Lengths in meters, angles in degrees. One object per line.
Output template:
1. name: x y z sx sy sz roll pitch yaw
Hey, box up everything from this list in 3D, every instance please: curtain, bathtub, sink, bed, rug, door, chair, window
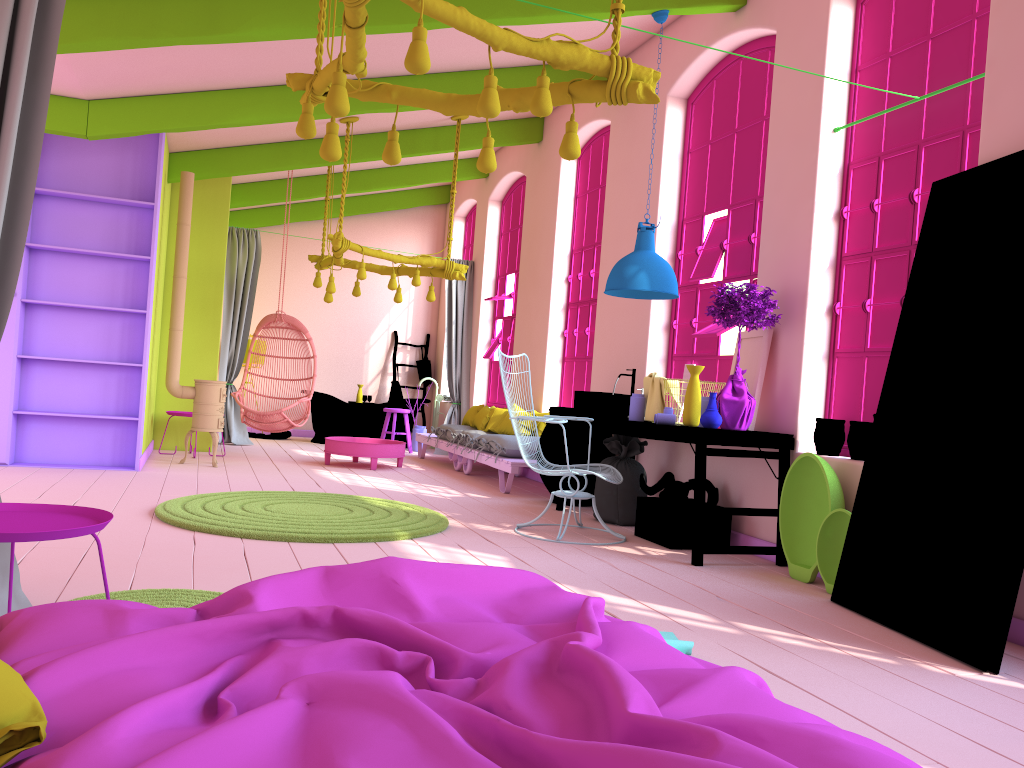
1. curtain: -1.974 -0.567 3.258 0.519 2.785 0.525 4 0 -38
2. bathtub: -2.138 0.518 12.920 1.889 0.740 0.826 4 0 -19
3. sink: 0.722 0.159 6.931 0.340 0.194 0.609 4 0 -19
4. bed: -0.065 0.712 1.607 2.803 0.514 3.575 4 0 -19
5. rug: -1.310 0.869 3.307 0.792 0.021 0.792 4 0 8
6. door: 2.027 0.038 4.008 0.450 2.211 1.153 4 0 -9
7. curtain: -0.745 -0.365 12.263 0.518 2.785 0.525 4 0 0
8. chair: -1.587 0.628 11.944 0.446 0.593 0.473 4 0 40
9. curtain: -3.509 -0.637 11.298 0.519 2.785 0.525 4 0 -38
10. window: -0.613 -1.217 13.241 0.072 3.047 1.274 4 0 -19
11. rug: -1.380 0.873 5.976 1.889 0.050 1.888 5 0 -32
12. window: 0.826 -1.138 9.124 0.072 3.047 1.274 4 0 -19
13. window: 1.641 -1.084 6.804 0.492 3.003 1.497 4 0 -19
14. window: 0.017 -1.173 11.440 0.551 3.009 1.513 4 0 -19
15. chair: 0.366 0.413 6.088 0.924 1.238 1.079 4 0 15
16. chair: -2.540 -1.025 9.759 0.860 3.130 0.806 4 0 0
17. window: 2.270 -1.058 4.991 0.072 3.047 1.274 4 0 -19

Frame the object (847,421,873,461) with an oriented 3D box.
1. object: 2.014 0.326 5.074 0.182 0.222 0.182 4 0 -37

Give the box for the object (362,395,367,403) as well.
1. object: -2.115 0.246 12.713 0.069 0.170 0.069 4 0 0

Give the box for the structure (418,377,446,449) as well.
1. structure: -1.179 0.439 13.232 0.451 1.061 0.254 4 0 24

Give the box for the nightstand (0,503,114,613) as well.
1. nightstand: -1.563 0.627 2.716 0.596 0.458 0.596 4 0 18

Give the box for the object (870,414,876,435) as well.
1. object: 2.088 0.306 4.877 0.223 0.272 0.223 4 0 -32

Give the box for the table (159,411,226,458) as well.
1. table: -3.409 0.536 9.504 0.596 0.458 0.596 4 0 18

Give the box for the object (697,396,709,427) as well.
1. object: 1.257 0.182 5.723 0.109 0.197 0.109 4 0 18

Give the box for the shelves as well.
1. shelves: -4.059 -0.838 7.562 1.842 3.104 0.384 4 0 -19

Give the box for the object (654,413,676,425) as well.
1. object: 1.042 0.241 6.049 0.137 0.076 0.076 4 0 1

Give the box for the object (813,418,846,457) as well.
1. object: 1.916 0.321 5.355 0.182 0.222 0.182 4 0 -42

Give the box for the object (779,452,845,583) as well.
1. object: 1.756 0.761 5.068 0.218 0.733 0.450 4 0 -19

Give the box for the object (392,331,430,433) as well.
1. object: -1.596 0.063 13.871 0.604 1.765 0.410 4 0 -19

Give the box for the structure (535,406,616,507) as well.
1. structure: 0.563 0.635 7.802 0.718 0.845 0.718 4 0 38

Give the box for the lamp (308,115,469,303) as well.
1. lamp: -1.538 -1.967 9.667 1.611 2.264 1.775 4 0 -37

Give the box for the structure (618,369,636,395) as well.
1. structure: 0.896 0.074 7.016 0.166 0.397 0.087 4 0 -10

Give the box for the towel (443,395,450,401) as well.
1. towel: -0.919 0.216 13.448 0.262 0.102 0.247 4 0 -19

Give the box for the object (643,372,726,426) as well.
1. object: 1.182 0.108 6.376 0.444 0.369 0.633 4 0 -19

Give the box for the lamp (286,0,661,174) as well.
1. lamp: -0.394 -2.116 4.191 1.611 2.264 1.775 4 0 -37

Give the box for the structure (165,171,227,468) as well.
1. structure: -3.021 -0.619 8.714 0.577 2.814 0.403 4 0 -2

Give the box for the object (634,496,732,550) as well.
1. object: 1.166 0.951 6.082 0.446 0.277 0.521 4 0 -19

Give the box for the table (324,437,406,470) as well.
1. table: -1.620 0.762 9.761 0.885 0.285 0.885 4 0 7

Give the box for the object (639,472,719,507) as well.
1. object: 1.156 0.857 6.230 0.300 0.448 0.672 4 0 -44

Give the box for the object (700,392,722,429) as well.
1. object: 1.222 0.161 5.425 0.132 0.219 0.132 4 0 -2

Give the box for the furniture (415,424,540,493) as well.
1. furniture: -0.300 0.752 9.918 0.908 0.507 3.775 4 0 -19

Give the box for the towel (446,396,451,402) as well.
1. towel: -0.831 0.221 13.196 0.247 0.102 0.262 5 0 -29

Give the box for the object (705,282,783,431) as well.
1. object: 1.436 -0.182 5.642 0.502 0.951 0.441 4 0 31

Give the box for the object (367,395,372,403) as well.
1. object: -2.075 0.250 12.900 0.069 0.170 0.069 4 0 0

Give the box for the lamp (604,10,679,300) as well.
1. lamp: 0.986 -1.624 6.248 0.528 2.002 0.529 4 0 12

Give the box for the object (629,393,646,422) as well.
1. object: 0.915 0.171 6.473 0.109 0.197 0.109 4 0 -27

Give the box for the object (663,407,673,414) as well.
1. object: 1.079 0.220 6.132 0.065 0.118 0.065 4 0 29

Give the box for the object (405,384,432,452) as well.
1. object: -1.308 0.451 12.399 0.451 0.987 0.277 4 0 25

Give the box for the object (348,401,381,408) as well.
1. object: -2.153 0.305 12.909 0.360 0.068 1.323 4 0 -19

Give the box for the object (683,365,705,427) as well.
1. object: 1.145 0.075 5.606 0.116 0.383 0.116 5 0 44

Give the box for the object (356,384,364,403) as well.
1. object: -2.208 0.167 12.853 0.097 0.321 0.097 4 0 -8

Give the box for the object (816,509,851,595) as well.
1. object: 1.784 0.895 4.735 0.137 0.463 0.284 4 0 -34

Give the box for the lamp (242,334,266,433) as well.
1. lamp: -3.883 0.004 12.960 0.491 1.466 0.476 4 0 11

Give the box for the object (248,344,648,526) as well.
1. object: -1.416 0.133 10.002 2.827 1.580 7.862 4 0 -19

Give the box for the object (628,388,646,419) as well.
1. object: 0.997 0.155 6.780 0.165 0.250 0.411 4 0 16

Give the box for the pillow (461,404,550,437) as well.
1. pillow: -0.142 0.400 10.050 0.578 0.399 1.997 4 0 -19

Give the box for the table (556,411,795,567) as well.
1. table: 1.059 0.673 6.377 0.655 0.821 2.192 4 0 -19

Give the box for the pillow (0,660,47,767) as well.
1. pillow: -0.993 0.473 1.003 0.849 0.822 2.616 4 0 -30
